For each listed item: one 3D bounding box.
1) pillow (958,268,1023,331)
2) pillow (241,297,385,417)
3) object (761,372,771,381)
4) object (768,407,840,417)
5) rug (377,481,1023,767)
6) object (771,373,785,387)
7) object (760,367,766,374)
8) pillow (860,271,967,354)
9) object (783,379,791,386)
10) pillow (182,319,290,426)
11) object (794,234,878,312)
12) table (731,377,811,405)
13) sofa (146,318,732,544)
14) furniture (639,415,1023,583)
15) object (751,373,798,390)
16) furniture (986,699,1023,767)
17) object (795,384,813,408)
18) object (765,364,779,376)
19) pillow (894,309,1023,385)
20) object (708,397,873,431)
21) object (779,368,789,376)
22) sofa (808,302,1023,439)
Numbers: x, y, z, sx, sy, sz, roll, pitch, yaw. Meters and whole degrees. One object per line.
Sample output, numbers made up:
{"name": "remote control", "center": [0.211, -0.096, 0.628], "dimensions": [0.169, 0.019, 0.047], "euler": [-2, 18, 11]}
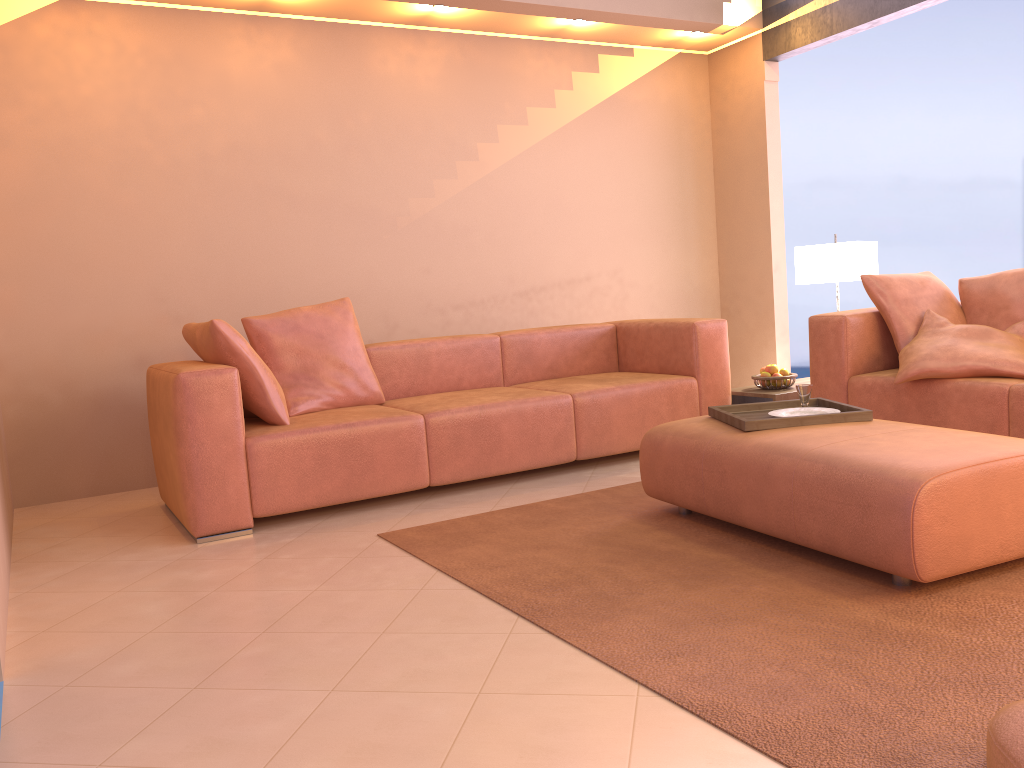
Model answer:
{"name": "pillow", "center": [2.232, -0.315, 3.970], "dimensions": [0.492, 0.446, 0.255], "euler": [1, 8, 45]}
{"name": "pillow", "center": [-0.929, -0.134, 4.165], "dimensions": [0.302, 0.528, 0.582], "euler": [1, 8, 45]}
{"name": "object", "center": [1.334, -0.041, 4.664], "dimensions": [0.055, 0.047, 0.045], "euler": [0, 7, 38]}
{"name": "object", "center": [1.020, 0.107, 3.097], "dimensions": [0.240, 0.018, 0.240], "euler": [-2, 6, 25]}
{"name": "rug", "center": [0.930, 0.525, 2.593], "dimensions": [1.833, 0.005, 2.626], "euler": [-7, 6, -28]}
{"name": "object", "center": [1.390, -0.021, 4.648], "dimensions": [0.072, 0.076, 0.074], "euler": [-6, 6, -18]}
{"name": "object", "center": [1.350, -0.069, 4.735], "dimensions": [0.054, 0.046, 0.047], "euler": [-9, 7, -42]}
{"name": "pillow", "center": [1.925, -0.303, 4.143], "dimensions": [0.519, 0.455, 0.314], "euler": [-8, 6, -32]}
{"name": "object", "center": [1.447, -0.011, 4.669], "dimensions": [0.046, 0.046, 0.055], "euler": [0, 7, 39]}
{"name": "pillow", "center": [-1.170, -0.042, 3.821], "dimensions": [0.335, 0.486, 0.554], "euler": [-8, 6, -32]}
{"name": "object", "center": [1.827, -0.437, 4.968], "dimensions": [0.344, 0.799, 0.344], "euler": [0, 7, 40]}
{"name": "table", "center": [1.630, 0.127, 4.847], "dimensions": [0.918, 0.268, 0.412], "euler": [-7, 6, -28]}
{"name": "sofa", "center": [-0.260, 0.106, 4.382], "dimensions": [2.781, 0.672, 0.943], "euler": [-7, 6, -28]}
{"name": "furniture", "center": [1.039, 0.287, 2.905], "dimensions": [0.685, 0.301, 1.291], "euler": [-7, 6, -23]}
{"name": "object", "center": [1.393, -0.013, 4.704], "dimensions": [0.235, 0.071, 0.235], "euler": [-8, 7, -36]}
{"name": "furniture", "center": [1.041, 0.575, 1.123], "dimensions": [0.659, 0.226, 0.699], "euler": [-4, 5, 1]}
{"name": "object", "center": [1.081, 0.050, 3.277], "dimensions": [0.061, 0.091, 0.061], "euler": [-9, 7, -44]}
{"name": "object", "center": [1.373, -0.073, 4.686], "dimensions": [0.069, 0.061, 0.068], "euler": [-2, 6, 23]}
{"name": "pillow", "center": [1.921, -0.172, 3.756], "dimensions": [0.517, 0.292, 0.514], "euler": [-1, 6, 31]}
{"name": "object", "center": [0.968, 0.103, 3.141], "dimensions": [0.436, 0.034, 0.421], "euler": [-5, 5, -3]}
{"name": "object", "center": [1.431, -0.057, 4.664], "dimensions": [0.051, 0.053, 0.045], "euler": [-5, 5, -5]}
{"name": "sofa", "center": [2.474, 0.011, 3.270], "dimensions": [0.943, 0.672, 2.781], "euler": [-7, 6, -28]}
